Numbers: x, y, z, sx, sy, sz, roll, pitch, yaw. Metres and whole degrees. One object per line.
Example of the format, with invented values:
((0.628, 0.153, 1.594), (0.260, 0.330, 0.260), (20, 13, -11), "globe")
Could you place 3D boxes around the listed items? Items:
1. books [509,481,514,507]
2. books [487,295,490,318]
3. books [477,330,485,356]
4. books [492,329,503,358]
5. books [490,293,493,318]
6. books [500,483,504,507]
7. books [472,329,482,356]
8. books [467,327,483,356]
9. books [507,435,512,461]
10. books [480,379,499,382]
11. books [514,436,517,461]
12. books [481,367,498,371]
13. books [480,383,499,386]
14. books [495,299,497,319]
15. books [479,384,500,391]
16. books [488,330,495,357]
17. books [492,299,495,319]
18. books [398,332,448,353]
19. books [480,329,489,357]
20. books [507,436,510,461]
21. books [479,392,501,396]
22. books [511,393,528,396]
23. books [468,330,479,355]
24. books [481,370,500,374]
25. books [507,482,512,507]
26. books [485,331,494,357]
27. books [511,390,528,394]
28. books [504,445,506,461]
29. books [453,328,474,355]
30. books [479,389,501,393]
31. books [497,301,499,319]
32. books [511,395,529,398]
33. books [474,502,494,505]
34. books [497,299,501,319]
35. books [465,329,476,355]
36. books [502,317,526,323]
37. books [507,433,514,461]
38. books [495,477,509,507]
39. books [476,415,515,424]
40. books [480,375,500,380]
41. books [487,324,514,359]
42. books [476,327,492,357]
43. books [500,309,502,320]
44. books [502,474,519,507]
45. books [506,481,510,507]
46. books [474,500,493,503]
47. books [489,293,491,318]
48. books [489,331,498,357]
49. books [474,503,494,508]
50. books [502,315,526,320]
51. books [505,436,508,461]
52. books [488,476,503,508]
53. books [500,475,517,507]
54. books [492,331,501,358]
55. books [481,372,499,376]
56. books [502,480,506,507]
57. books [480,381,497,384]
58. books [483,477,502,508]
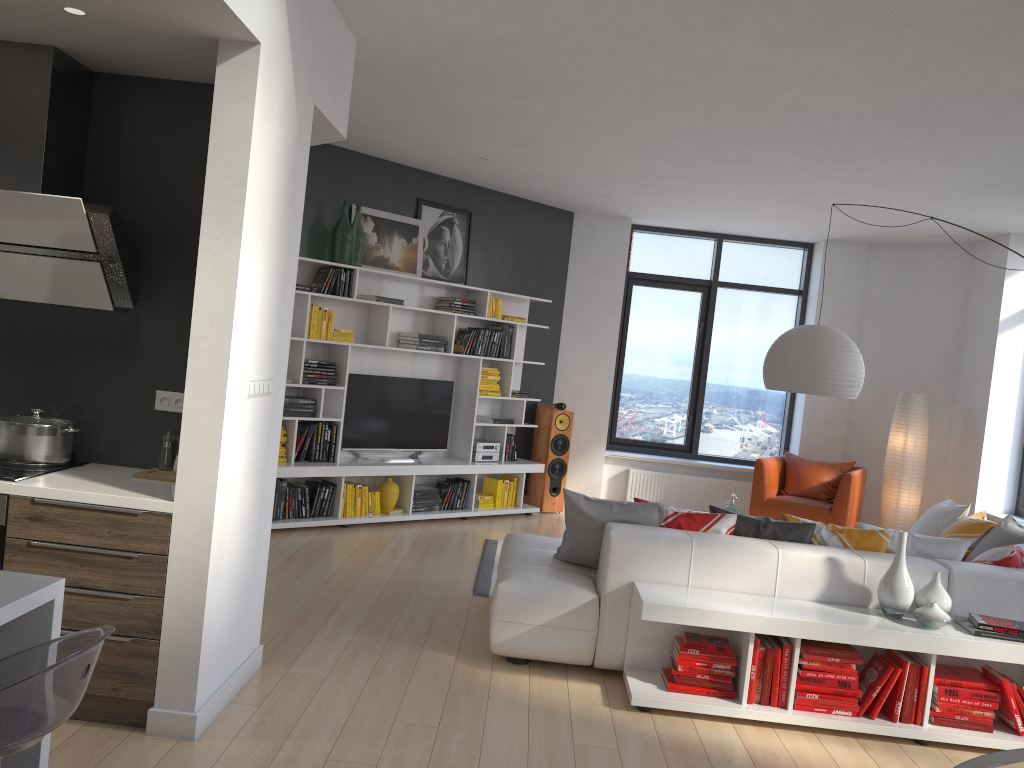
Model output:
((-0.062, 1.025, 8.372), (0.024, 0.234, 0.172), (4, 3, -44), "books")
((-0.259, -0.714, 7.995), (0.041, 0.229, 0.161), (4, 3, -45), "books")
((-0.335, -0.376, 8.027), (0.068, 0.243, 0.179), (4, 3, -45), "books")
((-0.182, -0.374, 8.176), (0.066, 0.260, 0.197), (4, 3, -44), "books")
((-0.240, -0.712, 8.052), (0.054, 0.224, 0.164), (4, 3, -45), "books")
((-0.142, 1.024, 8.270), (0.024, 0.229, 0.156), (4, 3, -44), "books")
((-0.358, -0.376, 7.978), (0.069, 0.242, 0.172), (4, 3, -43), "books")
((-0.358, -0.385, 8.012), (0.075, 0.254, 0.192), (4, 3, -45), "books")
((-0.068, 0.598, 8.392), (0.050, 0.242, 0.169), (4, 3, -44), "books")
((-0.268, -0.043, 8.195), (0.239, 0.019, 0.171), (4, 3, -44), "books")
((-0.028, 0.601, 8.435), (0.066, 0.242, 0.177), (4, 3, -44), "books")
((-0.268, -0.144, 8.207), (0.223, 0.023, 0.163), (5, 3, -40), "books")
((-0.276, -0.006, 8.196), (0.251, 0.014, 0.189), (5, 3, -41), "books")
((-0.186, -0.683, 8.067), (0.044, 0.178, 0.128), (4, 3, -44), "books")
((-0.267, 0.024, 8.189), (0.243, 0.042, 0.189), (4, 3, -44), "books")
((-0.253, -0.377, 8.109), (0.075, 0.254, 0.192), (4, 3, -45), "books")
((-0.205, -0.685, 8.058), (0.054, 0.180, 0.132), (4, 3, -44), "books")
((-0.771, -0.360, 7.665), (0.277, 0.137, 0.343), (8, 3, 41), "books")
((-0.311, -0.379, 8.056), (0.084, 0.249, 0.191), (4, 3, -44), "books")
((-0.090, 0.600, 8.382), (0.049, 0.236, 0.170), (4, 3, -43), "books")
((-0.263, 0.084, 8.183), (0.257, 0.028, 0.194), (5, 3, -39), "books")
((0.029, 0.092, 8.406), (0.142, 0.015, 0.198), (8, 3, 45), "books")
((-0.392, -0.376, 7.963), (0.081, 0.233, 0.169), (4, 3, -45), "books")
((-0.248, -0.118, 8.198), (0.223, 0.023, 0.163), (5, 3, -40), "books")
((-0.079, 1.024, 8.351), (0.024, 0.234, 0.172), (4, 3, -44), "books")
((-0.253, -0.368, 8.075), (0.069, 0.242, 0.172), (4, 3, -43), "books")
((0.022, 0.071, 8.418), (0.213, 0.023, 0.161), (5, 3, -40), "books")
((-0.136, 0.579, 8.351), (0.053, 0.268, 0.202), (4, 3, -44), "books")
((-0.445, -0.381, 7.925), (0.104, 0.234, 0.182), (4, 3, -44), "books")
((-0.269, 0.057, 8.186), (0.257, 0.024, 0.203), (5, 3, -41), "books")
((-0.165, -0.671, 8.071), (0.046, 0.161, 0.108), (4, 3, -45), "books")
((0.029, 0.111, 8.405), (0.213, 0.023, 0.161), (5, 3, -40), "books")
((-0.282, 1.087, 8.167), (0.196, 0.011, 0.148), (4, 3, -44), "books")
((-0.157, -0.684, 8.098), (0.064, 0.184, 0.141), (4, 3, -43), "books")
((-0.424, -0.379, 7.952), (0.096, 0.234, 0.187), (4, 3, -43), "books")
((-0.025, -0.597, 8.291), (0.257, 0.028, 0.194), (5, 3, -39), "books")
((-0.054, 0.593, 8.420), (0.066, 0.255, 0.193), (4, 3, -44), "books")
((-0.118, 1.012, 8.315), (0.035, 0.250, 0.185), (4, 3, -44), "books")
((-0.167, 0.333, 8.314), (0.250, 0.047, 0.310), (8, 3, 42), "books")
((-0.256, -0.068, 8.200), (0.239, 0.033, 0.176), (5, 3, -41), "books")
((-0.128, -0.397, 8.263), (0.128, 0.321, 0.259), (4, 3, -44), "books")
((-0.287, -0.382, 8.080), (0.066, 0.260, 0.197), (4, 3, -44), "books")
((-0.146, -0.684, 8.120), (0.044, 0.184, 0.142), (4, 3, -43), "books")
((-0.030, 1.009, 8.420), (0.025, 0.270, 0.213), (4, 3, -44), "books")
((-0.098, 1.019, 8.337), (0.023, 0.239, 0.169), (4, 3, -44), "books")
((-0.271, 1.075, 8.149), (0.169, 0.018, 0.113), (4, 3, -42), "books")
((-0.256, -0.713, 8.025), (0.163, 0.224, 0.041), (8, 3, 44), "books")
((-0.226, -0.369, 8.118), (0.071, 0.243, 0.179), (4, 3, -45), "books")
((-0.282, 1.110, 8.165), (0.190, 0.033, 0.147), (4, 3, -44), "books")
((-0.031, -0.624, 8.294), (0.257, 0.024, 0.203), (5, 3, -41), "books")
((-0.112, 0.597, 8.371), (0.053, 0.240, 0.189), (4, 3, -43), "books")
((-0.168, 1.004, 8.272), (0.015, 0.263, 0.199), (4, 3, -44), "books")
((-0.044, 1.008, 8.395), (0.029, 0.270, 0.204), (4, 3, -44), "books")
((-0.206, -0.371, 8.152), (0.084, 0.249, 0.191), (4, 3, -44), "books")
((-0.259, -0.096, 8.196), (0.227, 0.022, 0.160), (5, 2, -28), "books")
((-0.138, 1.010, 8.298), (0.019, 0.251, 0.180), (4, 3, -44), "books")
((-0.267, -0.022, 8.175), (0.217, 0.023, 0.145), (5, 3, -40), "books")
((-0.189, 1.004, 8.250), (0.044, 0.255, 0.198), (4, 3, -44), "books")
